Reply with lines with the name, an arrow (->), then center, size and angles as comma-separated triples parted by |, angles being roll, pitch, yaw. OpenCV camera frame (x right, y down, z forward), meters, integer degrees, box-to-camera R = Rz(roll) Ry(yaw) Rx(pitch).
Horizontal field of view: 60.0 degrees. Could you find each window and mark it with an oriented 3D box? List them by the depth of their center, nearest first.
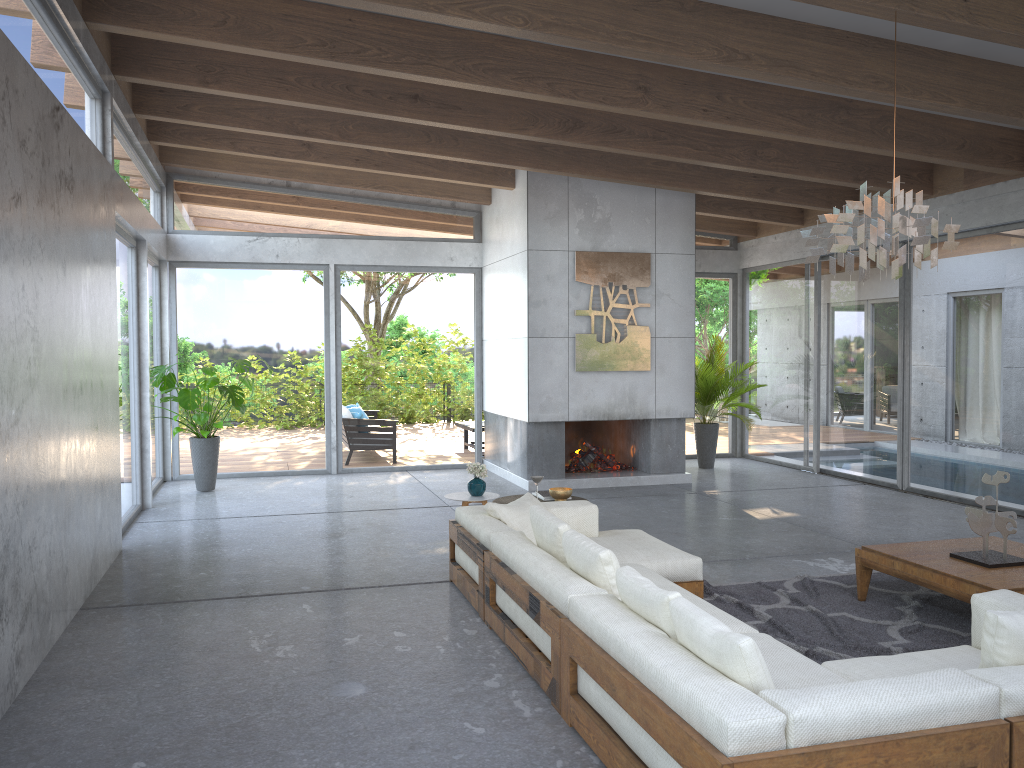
window -> 2.748, -0.497, 4.735 | 14.294, 3.764, 23.280 | -1, 2, -16

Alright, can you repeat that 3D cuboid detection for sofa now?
sofa -> 1.022, 1.083, 4.508 | 1.965, 0.777, 3.733 | -1, 2, -16

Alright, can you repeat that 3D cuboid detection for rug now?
rug -> 2.221, 1.335, 5.008 | 3.186, 0.056, 2.187 | -1, 2, -15

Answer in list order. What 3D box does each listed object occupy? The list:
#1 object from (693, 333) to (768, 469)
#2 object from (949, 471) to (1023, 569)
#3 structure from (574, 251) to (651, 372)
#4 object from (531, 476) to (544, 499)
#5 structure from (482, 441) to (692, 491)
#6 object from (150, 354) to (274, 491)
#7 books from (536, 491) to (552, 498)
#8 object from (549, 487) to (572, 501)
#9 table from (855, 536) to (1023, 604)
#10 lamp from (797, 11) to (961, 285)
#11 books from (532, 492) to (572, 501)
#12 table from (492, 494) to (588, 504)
object -> 2.588, 0.205, 11.784 | 1.484, 1.819, 1.798 | -1, 2, -9
object -> 2.744, 0.749, 5.099 | 0.346, 0.518, 0.379 | -1, 2, -16
structure -> 1.148, -0.819, 10.077 | 0.919, 1.351, 0.041 | -1, 2, -16
object -> 0.182, 0.776, 6.413 | 0.099, 0.212, 0.099 | 0, 2, 15
structure -> 0.853, 0.856, 11.219 | 2.012, 0.595, 2.203 | -1, 2, -16
object -> -3.540, 0.422, 10.083 | 1.416, 1.540, 1.731 | 0, 2, 4
books -> 0.311, 0.847, 6.816 | 0.205, 0.012, 0.290 | -1, 2, -10
object -> 0.362, 0.828, 6.581 | 0.173, 0.097, 0.173 | -2, 3, -36
table -> 2.777, 1.184, 5.100 | 1.048, 0.352, 1.112 | -1, 2, -16
lamp -> 1.852, -1.221, 4.652 | 0.862, 1.400, 0.636 | 1, 2, 31
books -> 0.303, 0.860, 6.816 | 0.220, 0.015, 0.303 | -1, 2, -16
table -> 0.215, 1.096, 6.618 | 0.725, 0.441, 0.725 | 1, 3, 36
